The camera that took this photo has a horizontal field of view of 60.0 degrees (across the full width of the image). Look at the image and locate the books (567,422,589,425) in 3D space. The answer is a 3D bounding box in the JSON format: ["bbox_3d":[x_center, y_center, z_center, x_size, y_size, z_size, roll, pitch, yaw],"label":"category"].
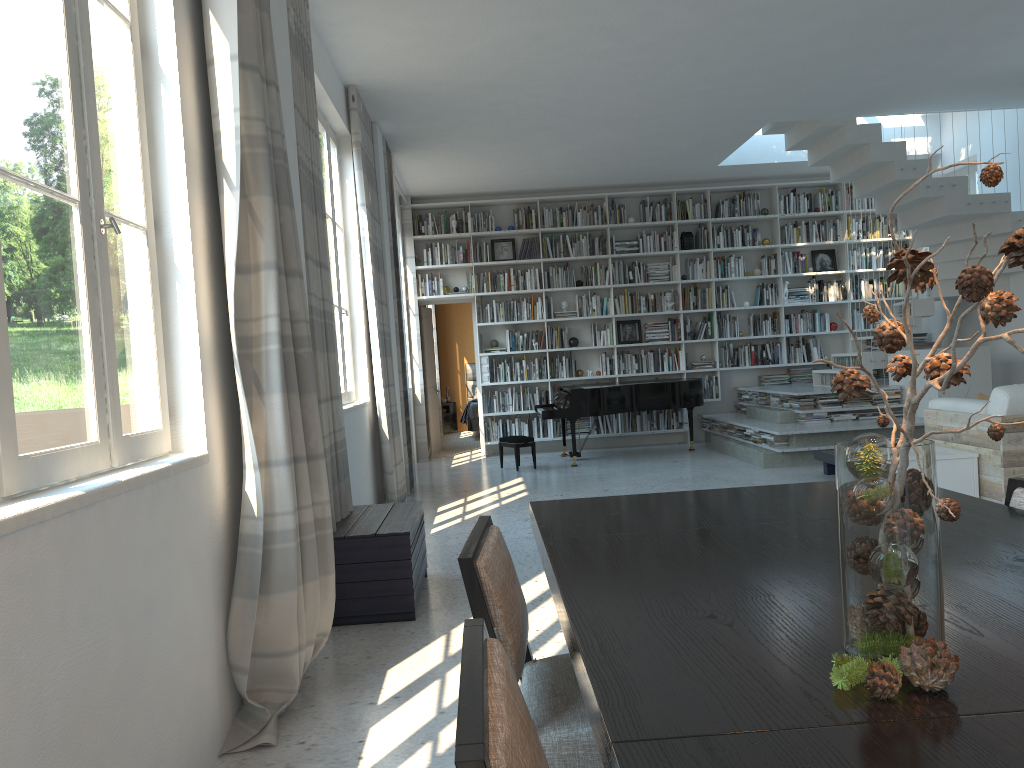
[{"bbox_3d":[0.819,0.492,11.086,0.285,0.005,0.159,-4,1,-6],"label":"books"}]

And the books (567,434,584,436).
[{"bbox_3d":[0.829,0.627,11.101,0.285,0.007,0.159,-4,1,-2],"label":"books"}]

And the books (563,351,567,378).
[{"bbox_3d":[0.660,-0.246,11.073,0.013,0.339,0.138,-4,2,-2],"label":"books"}]

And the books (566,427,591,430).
[{"bbox_3d":[0.826,0.551,11.086,0.285,0.007,0.159,-4,1,-7],"label":"books"}]

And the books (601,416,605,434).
[{"bbox_3d":[1.139,0.501,11.090,0.011,0.232,0.174,-4,2,-2],"label":"books"}]

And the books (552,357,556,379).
[{"bbox_3d":[0.523,-0.204,11.040,0.012,0.272,0.181,-4,2,-2],"label":"books"}]

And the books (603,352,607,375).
[{"bbox_3d":[1.166,-0.255,11.078,0.014,0.291,0.131,-4,2,-2],"label":"books"}]

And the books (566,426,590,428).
[{"bbox_3d":[0.825,0.538,11.095,0.285,0.007,0.159,-4,1,-1],"label":"books"}]

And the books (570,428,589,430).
[{"bbox_3d":[0.826,0.558,11.096,0.254,0.007,0.161,-4,1,-1],"label":"books"}]

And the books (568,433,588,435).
[{"bbox_3d":[0.829,0.620,11.091,0.254,0.007,0.161,-4,1,2],"label":"books"}]

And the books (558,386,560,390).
[{"bbox_3d":[0.601,0.164,11.082,0.026,0.273,0.146,-4,2,-2],"label":"books"}]

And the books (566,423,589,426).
[{"bbox_3d":[0.820,0.503,11.094,0.285,0.005,0.159,-4,1,-3],"label":"books"}]

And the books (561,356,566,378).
[{"bbox_3d":[0.644,-0.210,11.048,0.027,0.269,0.185,-4,2,-2],"label":"books"}]

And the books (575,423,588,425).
[{"bbox_3d":[0.819,0.497,11.096,0.254,0.006,0.161,-4,1,-2],"label":"books"}]

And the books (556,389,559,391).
[{"bbox_3d":[0.578,0.184,11.056,0.023,0.237,0.172,-4,2,-2],"label":"books"}]

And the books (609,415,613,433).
[{"bbox_3d":[1.242,0.481,11.112,0.025,0.259,0.132,-4,2,-2],"label":"books"}]

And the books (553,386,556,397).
[{"bbox_3d":[0.537,0.164,11.069,0.010,0.282,0.149,-4,2,-2],"label":"books"}]

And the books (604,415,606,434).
[{"bbox_3d":[1.150,0.479,11.082,0.012,0.275,0.180,-4,2,-2],"label":"books"}]

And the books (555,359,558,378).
[{"bbox_3d":[0.550,-0.193,11.049,0.042,0.248,0.162,-4,2,-2],"label":"books"}]

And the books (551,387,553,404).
[{"bbox_3d":[0.495,0.175,11.076,0.023,0.266,0.134,-4,2,-2],"label":"books"}]

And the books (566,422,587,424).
[{"bbox_3d":[0.821,0.481,11.088,0.285,0.005,0.159,-4,1,-5],"label":"books"}]

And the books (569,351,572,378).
[{"bbox_3d":[0.721,-0.244,11.051,0.050,0.328,0.166,-4,2,-2],"label":"books"}]

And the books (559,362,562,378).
[{"bbox_3d":[0.599,-0.170,11.055,0.024,0.196,0.156,-4,2,-2],"label":"books"}]

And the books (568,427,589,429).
[{"bbox_3d":[0.825,0.544,11.095,0.254,0.007,0.161,-4,1,-1],"label":"books"}]

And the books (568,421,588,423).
[{"bbox_3d":[0.821,0.470,11.095,0.254,0.006,0.161,-4,1,-2],"label":"books"}]

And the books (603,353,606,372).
[{"bbox_3d":[1.155,-0.247,11.081,0.010,0.277,0.155,-4,2,-2],"label":"books"}]

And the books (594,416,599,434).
[{"bbox_3d":[1.058,0.503,11.101,0.028,0.238,0.136,-4,2,-2],"label":"books"}]

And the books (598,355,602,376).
[{"bbox_3d":[1.103,-0.232,11.076,0.012,0.254,0.161,-4,2,-2],"label":"books"}]

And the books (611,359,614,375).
[{"bbox_3d":[1.247,-0.215,11.080,0.024,0.201,0.158,-4,2,-2],"label":"books"}]

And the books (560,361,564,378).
[{"bbox_3d":[0.621,-0.181,11.052,0.021,0.215,0.172,-4,2,-2],"label":"books"}]

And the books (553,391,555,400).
[{"bbox_3d":[0.521,0.200,11.072,0.026,0.213,0.139,-4,2,-2],"label":"books"}]

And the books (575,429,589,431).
[{"bbox_3d":[0.827,0.572,11.090,0.254,0.007,0.161,-4,1,-6],"label":"books"}]

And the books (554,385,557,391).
[{"bbox_3d":[0.548,0.160,11.072,0.013,0.288,0.160,-4,2,-2],"label":"books"}]

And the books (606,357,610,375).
[{"bbox_3d":[1.190,-0.221,11.071,0.029,0.221,0.153,-4,2,-2],"label":"books"}]

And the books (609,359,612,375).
[{"bbox_3d":[1.220,-0.210,11.092,0.031,0.195,0.142,-4,2,-2],"label":"books"}]

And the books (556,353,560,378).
[{"bbox_3d":[0.576,-0.228,11.048,0.014,0.313,0.166,-4,2,-2],"label":"books"}]

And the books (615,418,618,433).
[{"bbox_3d":[1.293,0.517,11.100,0.024,0.180,0.171,-4,2,-2],"label":"books"}]

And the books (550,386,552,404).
[{"bbox_3d":[0.477,0.166,11.074,0.012,0.285,0.159,-4,2,-2],"label":"books"}]

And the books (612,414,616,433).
[{"bbox_3d":[1.267,0.479,11.081,0.024,0.260,0.189,-4,2,-2],"label":"books"}]

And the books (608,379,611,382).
[{"bbox_3d":[1.229,0.101,11.081,0.013,0.320,0.173,-4,2,-2],"label":"books"}]

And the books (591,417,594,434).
[{"bbox_3d":[0.998,0.493,11.100,0.031,0.266,0.144,-4,2,-2],"label":"books"}]

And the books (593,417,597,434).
[{"bbox_3d":[1.031,0.523,11.089,0.029,0.202,0.178,-4,2,-2],"label":"books"}]

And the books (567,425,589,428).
[{"bbox_3d":[0.824,0.531,11.098,0.285,0.007,0.159,-4,1,-2],"label":"books"}]

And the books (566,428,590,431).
[{"bbox_3d":[0.827,0.565,11.089,0.285,0.007,0.159,-4,1,-6],"label":"books"}]

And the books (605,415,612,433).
[{"bbox_3d":[1.192,0.476,11.097,0.073,0.276,0.181,-4,2,-2],"label":"books"}]

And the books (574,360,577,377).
[{"bbox_3d":[0.787,-0.191,11.068,0.023,0.212,0.160,-4,2,-2],"label":"books"}]

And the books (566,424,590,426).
[{"bbox_3d":[0.820,0.508,11.094,0.285,0.005,0.159,-4,1,-1],"label":"books"}]

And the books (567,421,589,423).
[{"bbox_3d":[0.821,0.476,11.084,0.254,0.006,0.161,-4,1,-7],"label":"books"}]

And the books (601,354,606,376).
[{"bbox_3d":[1.137,-0.242,11.067,0.027,0.269,0.158,-4,2,-2],"label":"books"}]

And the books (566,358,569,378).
[{"bbox_3d":[0.684,-0.199,11.067,0.029,0.241,0.135,-4,2,-2],"label":"books"}]

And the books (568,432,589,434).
[{"bbox_3d":[0.827,0.606,11.097,0.254,0.007,0.161,-4,1,-1],"label":"books"}]

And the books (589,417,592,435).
[{"bbox_3d":[0.978,0.501,11.084,0.012,0.254,0.161,-4,2,-2],"label":"books"}]

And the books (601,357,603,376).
[{"bbox_3d":[1.117,-0.219,11.085,0.015,0.225,0.148,-4,2,-2],"label":"books"}]

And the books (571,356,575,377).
[{"bbox_3d":[0.762,-0.213,11.051,0.027,0.261,0.163,-4,2,-2],"label":"books"}]

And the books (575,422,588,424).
[{"bbox_3d":[0.822,0.487,11.087,0.254,0.006,0.161,-4,1,2],"label":"books"}]

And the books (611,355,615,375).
[{"bbox_3d":[1.267,-0.237,11.106,0.019,0.242,0.107,-4,2,-2],"label":"books"}]

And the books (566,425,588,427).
[{"bbox_3d":[0.821,0.519,11.092,0.285,0.005,0.159,-4,1,-4],"label":"books"}]

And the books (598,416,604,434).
[{"bbox_3d":[1.102,0.493,11.091,0.062,0.253,0.177,-4,2,-2],"label":"books"}]
